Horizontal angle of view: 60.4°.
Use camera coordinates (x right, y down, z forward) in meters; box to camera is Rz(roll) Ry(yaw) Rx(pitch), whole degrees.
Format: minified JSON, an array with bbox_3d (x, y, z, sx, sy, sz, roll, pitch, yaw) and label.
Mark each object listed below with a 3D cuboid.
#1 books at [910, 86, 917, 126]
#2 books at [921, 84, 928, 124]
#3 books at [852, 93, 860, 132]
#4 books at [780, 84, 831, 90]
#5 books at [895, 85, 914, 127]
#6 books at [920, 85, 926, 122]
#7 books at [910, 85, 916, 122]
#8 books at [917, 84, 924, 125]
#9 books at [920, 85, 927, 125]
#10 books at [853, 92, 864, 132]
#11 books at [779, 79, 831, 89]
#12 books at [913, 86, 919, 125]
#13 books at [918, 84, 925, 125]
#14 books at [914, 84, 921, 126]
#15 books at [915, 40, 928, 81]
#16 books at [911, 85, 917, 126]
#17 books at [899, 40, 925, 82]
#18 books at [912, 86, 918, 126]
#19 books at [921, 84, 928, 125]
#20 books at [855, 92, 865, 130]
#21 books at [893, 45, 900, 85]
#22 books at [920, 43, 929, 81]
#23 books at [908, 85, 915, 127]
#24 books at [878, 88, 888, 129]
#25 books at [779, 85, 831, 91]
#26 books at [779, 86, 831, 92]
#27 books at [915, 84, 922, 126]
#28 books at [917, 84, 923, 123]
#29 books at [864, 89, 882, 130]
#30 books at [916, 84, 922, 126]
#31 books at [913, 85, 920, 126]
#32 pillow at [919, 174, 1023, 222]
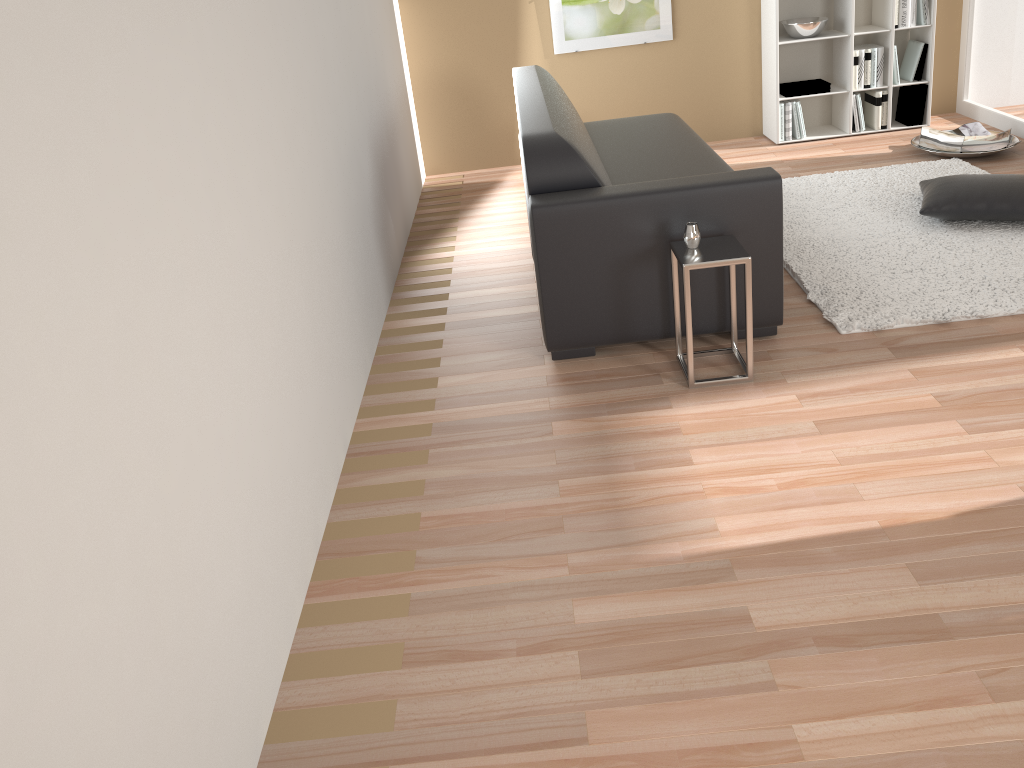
[{"bbox_3d":[2.700,-1.920,6.024,0.032,0.259,0.224,-7,24,3],"label":"books"},{"bbox_3d":[2.771,-1.927,6.019,0.032,0.262,0.229,-7,24,3],"label":"books"},{"bbox_3d":[2.319,-1.874,6.029,0.060,0.249,0.217,-7,24,2],"label":"books"},{"bbox_3d":[1.984,-2.034,5.983,0.297,0.007,0.220,-6,27,2],"label":"books"},{"bbox_3d":[2.684,-1.915,6.022,0.032,0.257,0.220,-7,24,3],"label":"books"},{"bbox_3d":[2.761,-1.924,6.020,0.032,0.257,0.220,-7,24,3],"label":"books"},{"bbox_3d":[2.694,-1.920,6.024,0.032,0.259,0.224,-7,24,3],"label":"books"},{"bbox_3d":[2.749,-1.926,6.023,0.032,0.259,0.224,-7,24,3],"label":"books"},{"bbox_3d":[2.766,-1.924,6.020,0.032,0.257,0.220,-7,24,3],"label":"books"},{"bbox_3d":[2.345,-1.873,6.025,0.058,0.247,0.217,-7,24,3],"label":"books"},{"bbox_3d":[1.984,-2.040,5.982,0.297,0.006,0.220,-6,27,2],"label":"books"},{"bbox_3d":[2.717,-1.919,6.021,0.032,0.257,0.220,-7,24,3],"label":"books"},{"bbox_3d":[2.755,-1.924,6.018,0.032,0.261,0.226,-7,24,2],"label":"books"},{"bbox_3d":[2.728,-1.920,6.021,0.032,0.257,0.220,-7,24,3],"label":"books"},{"bbox_3d":[2.732,-2.187,5.946,0.043,0.232,0.229,-6,25,3],"label":"books"},{"bbox_3d":[2.706,-1.919,6.019,0.032,0.261,0.226,-7,24,2],"label":"books"},{"bbox_3d":[2.697,-2.186,5.948,0.085,0.235,0.217,-7,24,3],"label":"books"},{"bbox_3d":[2.711,-1.918,6.021,0.032,0.257,0.220,-7,24,3],"label":"books"},{"bbox_3d":[2.777,-1.926,6.019,0.032,0.257,0.220,-7,24,3],"label":"books"},{"bbox_3d":[2.362,-1.885,6.039,0.058,0.247,0.217,-7,24,2],"label":"books"},{"bbox_3d":[2.545,-2.157,5.920,0.060,0.249,0.217,-7,24,2],"label":"books"},{"bbox_3d":[2.740,-2.186,5.947,0.043,0.228,0.220,-6,25,3],"label":"books"},{"bbox_3d":[2.689,-1.915,6.020,0.032,0.258,0.221,-7,24,2],"label":"books"},{"bbox_3d":[2.510,-1.894,6.023,0.040,0.247,0.217,-7,24,2],"label":"books"},{"bbox_3d":[1.982,-2.031,5.989,0.297,0.007,0.220,-6,27,1],"label":"books"},{"bbox_3d":[1.982,-2.027,5.991,0.297,0.007,0.220,-6,27,1],"label":"books"},{"bbox_3d":[2.733,-1.920,6.021,0.032,0.257,0.220,-7,24,3],"label":"books"},{"bbox_3d":[2.744,-1.925,6.023,0.032,0.259,0.224,-7,24,3],"label":"books"},{"bbox_3d":[2.470,-1.887,6.020,0.040,0.247,0.217,-7,24,3],"label":"books"},{"bbox_3d":[2.739,-1.921,6.019,0.032,0.258,0.221,-7,24,2],"label":"books"},{"bbox_3d":[2.722,-1.922,6.020,0.032,0.262,0.229,-7,24,3],"label":"books"},{"bbox_3d":[2.282,-0.897,4.223,0.611,0.201,0.606,6,29,24],"label":"pillow"}]
